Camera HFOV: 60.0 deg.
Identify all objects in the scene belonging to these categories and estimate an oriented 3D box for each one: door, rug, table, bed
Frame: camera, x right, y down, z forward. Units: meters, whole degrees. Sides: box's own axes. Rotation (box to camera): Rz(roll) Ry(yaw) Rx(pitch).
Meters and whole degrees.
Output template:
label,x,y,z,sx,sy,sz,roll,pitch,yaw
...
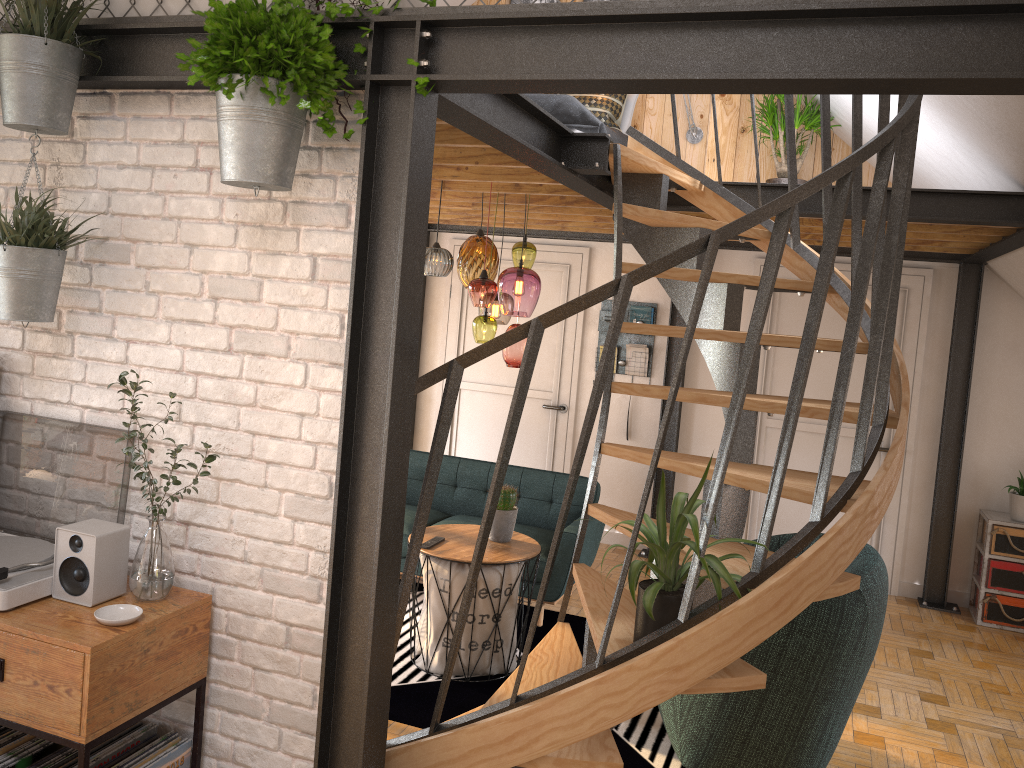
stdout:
label,x,y,z,sx,sy,sz,roll,pitch,yaw
door,-0.058,0.008,7.175,1.202,2.295,0.088,6,3,19
door,2.242,0.284,6.357,1.202,2.295,0.088,6,3,19
rug,-0.662,1.346,4.758,3.505,0.010,1.703,7,6,19
table,-0.210,1.062,4.506,0.680,0.684,0.683,2,5,-31
bed,-0.134,-1.760,5.947,2.125,1.019,2.292,7,5,19

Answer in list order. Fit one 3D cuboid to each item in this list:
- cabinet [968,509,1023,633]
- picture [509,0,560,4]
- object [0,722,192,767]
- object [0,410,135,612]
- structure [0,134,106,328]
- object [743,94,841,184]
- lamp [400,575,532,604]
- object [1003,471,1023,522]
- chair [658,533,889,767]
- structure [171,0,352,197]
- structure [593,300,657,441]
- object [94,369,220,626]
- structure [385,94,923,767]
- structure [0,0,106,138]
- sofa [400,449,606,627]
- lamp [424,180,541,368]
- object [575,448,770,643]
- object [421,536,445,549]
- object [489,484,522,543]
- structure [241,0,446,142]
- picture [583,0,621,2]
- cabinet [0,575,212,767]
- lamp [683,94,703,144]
label,x,y,z,sx,sy,sz,roll,pitch,yaw
cabinet,3.487,1.254,5.746,0.835,0.694,0.379,6,4,19
picture,0.161,-2.840,7.016,0.422,0.553,0.017,6,3,19
object,-1.589,1.191,2.503,1.315,0.573,0.405,7,4,19
object,-1.409,0.323,2.451,0.788,0.414,0.415,7,5,19
structure,-1.342,-0.425,2.472,0.360,0.533,0.385,7,4,29
object,1.848,-1.595,5.980,0.788,1.046,0.736,3,4,-31
lamp,-0.973,0.366,5.688,2.363,1.714,0.571,7,4,28
object,3.309,0.723,5.745,0.234,0.329,0.214,7,4,25
chair,1.054,1.110,3.724,0.901,0.962,0.899,5,4,5
structure,-0.612,-0.788,2.174,0.423,0.651,0.439,2,5,-40
structure,0.848,-0.103,6.841,0.443,1.074,0.099,6,3,19
object,-0.980,0.269,2.320,0.296,0.619,0.290,7,4,34
structure,0.565,-0.293,3.184,1.631,3.809,2.249,7,4,34
structure,-1.309,-0.980,2.435,0.384,0.606,0.350,4,4,-18
sofa,-0.446,0.887,5.617,1.976,0.781,0.825,7,5,19
lamp,-0.143,-0.596,4.569,0.617,1.011,0.492,3,4,-30
object,0.441,0.460,2.574,0.528,0.590,0.458,5,4,7
object,-0.394,0.785,4.388,0.051,0.013,0.208,7,6,19
object,-0.051,0.658,4.557,0.190,0.294,0.173,4,4,-7
structure,-0.387,-1.547,2.258,1.306,1.866,0.459,6,3,16
picture,0.720,-2.861,6.815,0.381,0.505,0.011,6,3,19
cabinet,-1.537,1.003,2.466,1.266,0.961,0.456,7,4,19
lamp,1.034,-2.219,6.492,0.849,0.812,0.195,3,4,-24
